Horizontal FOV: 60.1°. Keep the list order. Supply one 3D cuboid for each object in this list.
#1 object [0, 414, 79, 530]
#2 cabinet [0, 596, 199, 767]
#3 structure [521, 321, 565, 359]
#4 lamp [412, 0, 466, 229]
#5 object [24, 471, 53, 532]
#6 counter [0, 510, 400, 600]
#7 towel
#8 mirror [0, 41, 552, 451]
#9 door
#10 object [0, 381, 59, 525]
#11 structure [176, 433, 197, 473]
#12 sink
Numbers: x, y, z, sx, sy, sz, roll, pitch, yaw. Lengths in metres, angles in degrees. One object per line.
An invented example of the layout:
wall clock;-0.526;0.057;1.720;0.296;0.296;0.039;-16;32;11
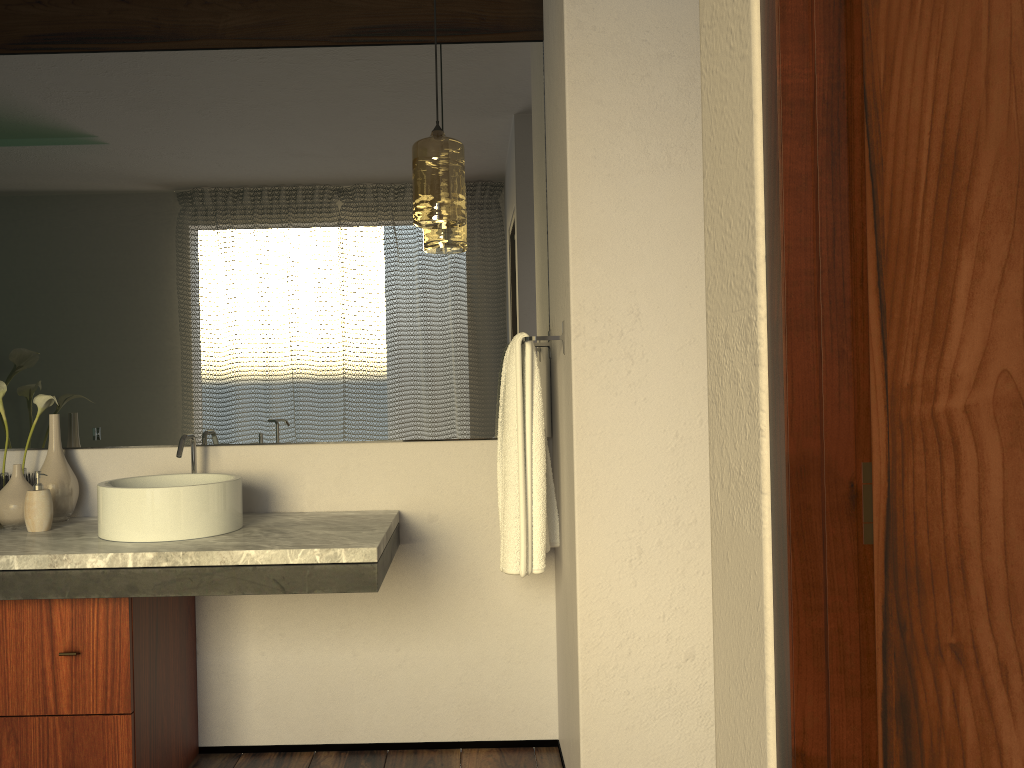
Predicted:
object;-1.319;0.239;2.459;0.122;0.305;0.235;-1;0;25
cabinet;-1.239;0.786;2.330;0.659;0.599;0.512;-1;0;-1
structure;0.074;-0.113;2.351;0.102;0.088;0.369;-1;0;-2
lamp;-0.200;-0.853;2.327;0.142;0.867;0.135;-1;0;41
object;-1.254;0.310;2.344;0.069;0.158;0.071;-1;0;-18
counter;-1.444;0.444;2.293;2.259;0.101;0.587;-1;0;0
towel;0.020;0.187;2.342;0.163;0.636;0.254;-1;0;16
mirror;-1.935;-0.372;2.582;4.079;1.152;0.017;-1;0;0
door;0.452;0.081;0.331;0.464;1.947;0.731;-1;0;-2
object;-1.401;0.141;2.491;0.239;0.504;0.191;-1;0;-23
structure;-0.922;0.260;2.468;0.066;0.242;0.164;-1;0;1
sink;-0.885;0.315;2.303;0.351;0.131;0.364;-1;0;-24
